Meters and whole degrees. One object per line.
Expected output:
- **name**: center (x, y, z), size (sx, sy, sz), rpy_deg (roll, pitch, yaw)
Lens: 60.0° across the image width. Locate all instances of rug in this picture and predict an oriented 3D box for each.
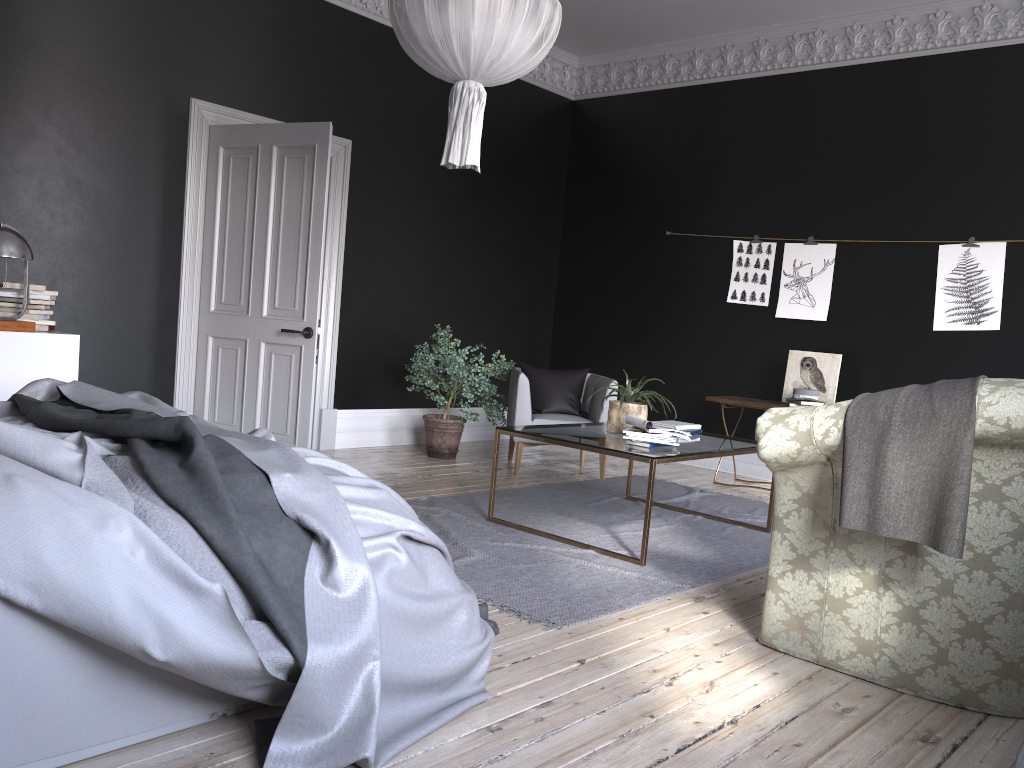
- **rug**: center (0.599, 0.839, 5.454), size (2.102, 0.050, 3.645), rpy_deg (8, 5, 42)

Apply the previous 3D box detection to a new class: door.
- **door**: center (-1.759, -0.599, 6.185), size (1.096, 2.378, 0.216), rpy_deg (8, 6, 29)

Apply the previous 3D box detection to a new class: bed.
- **bed**: center (-1.630, 0.200, 2.608), size (2.762, 1.300, 3.282), rpy_deg (7, 5, 30)

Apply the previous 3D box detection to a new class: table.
- **table**: center (0.765, 0.591, 5.366), size (1.091, 0.559, 1.449), rpy_deg (9, 5, 41)

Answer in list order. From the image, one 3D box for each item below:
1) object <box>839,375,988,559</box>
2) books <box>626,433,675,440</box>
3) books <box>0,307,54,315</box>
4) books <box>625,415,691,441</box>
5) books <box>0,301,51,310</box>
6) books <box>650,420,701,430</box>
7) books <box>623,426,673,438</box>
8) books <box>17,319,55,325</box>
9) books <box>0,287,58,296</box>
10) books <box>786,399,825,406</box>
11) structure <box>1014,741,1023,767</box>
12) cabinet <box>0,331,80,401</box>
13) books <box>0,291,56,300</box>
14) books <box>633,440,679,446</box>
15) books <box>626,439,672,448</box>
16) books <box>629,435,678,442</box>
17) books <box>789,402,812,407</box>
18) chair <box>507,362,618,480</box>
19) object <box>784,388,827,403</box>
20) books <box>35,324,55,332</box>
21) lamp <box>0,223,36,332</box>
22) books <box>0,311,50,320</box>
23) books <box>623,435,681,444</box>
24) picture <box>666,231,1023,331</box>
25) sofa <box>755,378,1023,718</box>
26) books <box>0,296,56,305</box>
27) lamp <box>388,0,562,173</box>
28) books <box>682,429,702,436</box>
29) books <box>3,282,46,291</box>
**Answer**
- **object**: center (1.798, 0.282, 3.000), size (1.367, 0.586, 0.516), rpy_deg (5, 4, 1)
- **books**: center (0.777, 0.277, 4.938), size (0.252, 0.011, 0.318), rpy_deg (6, 4, 13)
- **books**: center (-2.923, -0.439, 5.293), size (0.268, 0.029, 0.202), rpy_deg (6, 4, 11)
- **books**: center (0.819, 0.253, 4.996), size (0.273, 0.109, 0.321), rpy_deg (4, 4, -14)
- **books**: center (-2.929, -0.470, 5.291), size (0.289, 0.030, 0.192), rpy_deg (4, 4, -17)
- **books**: center (1.054, 0.267, 5.761), size (0.220, 0.024, 0.307), rpy_deg (8, 5, 41)
- **books**: center (0.772, 0.266, 4.931), size (0.252, 0.011, 0.318), rpy_deg (6, 4, 18)
- **books**: center (-2.894, -0.379, 5.309), size (0.228, 0.025, 0.318), rpy_deg (2, 5, -38)
- **books**: center (-2.925, -0.558, 5.304), size (0.307, 0.024, 0.220), rpy_deg (6, 4, 16)
- **books**: center (2.315, 0.142, 7.015), size (0.193, 0.030, 0.289), rpy_deg (5, 4, -7)
- **structure**: center (0.931, 0.769, 1.276), size (0.276, 0.850, 1.141), rpy_deg (9, 6, 41)
- **cabinet**: center (-3.561, 0.112, 4.494), size (0.569, 0.884, 2.396), rpy_deg (9, 6, 41)
- **books**: center (-2.910, -0.529, 5.295), size (0.306, 0.030, 0.220), rpy_deg (4, 4, -19)
- **books**: center (0.804, 0.309, 4.975), size (0.252, 0.011, 0.318), rpy_deg (6, 4, 8)
- **books**: center (0.763, 0.326, 4.923), size (0.162, 0.023, 0.231), rpy_deg (9, 5, 42)
- **books**: center (0.793, 0.288, 4.948), size (0.252, 0.011, 0.318), rpy_deg (6, 4, 13)
- **books**: center (2.318, 0.169, 7.047), size (0.202, 0.029, 0.268), rpy_deg (7, 4, 21)
- **chair**: center (0.366, 0.280, 7.295), size (0.819, 0.864, 0.769), rpy_deg (4, 5, -8)
- **object**: center (2.312, 0.086, 6.977), size (0.328, 0.088, 0.258), rpy_deg (6, 4, 7)
- **books**: center (-2.886, -0.347, 5.311), size (0.235, 0.038, 0.294), rpy_deg (3, 4, -21)
- **lamp**: center (-2.834, -0.594, 4.923), size (0.328, 0.591, 0.340), rpy_deg (7, 5, 21)
- **books**: center (-2.916, -0.409, 5.292), size (0.229, 0.031, 0.317), rpy_deg (4, 4, -19)
- **books**: center (0.783, 0.299, 4.935), size (0.252, 0.011, 0.318), rpy_deg (7, 4, 23)
- **picture**: center (3.094, -0.828, 7.011), size (4.450, 0.772, 0.058), rpy_deg (8, 6, 41)
- **sofa**: center (2.337, 0.563, 3.811), size (1.603, 1.162, 2.813), rpy_deg (9, 6, 42)
- **books**: center (-2.912, -0.499, 5.290), size (0.289, 0.030, 0.192), rpy_deg (6, 4, 16)
- **lamp**: center (-0.139, -2.001, 3.990), size (0.784, 2.052, 0.781), rpy_deg (5, 5, -5)
- **books**: center (1.098, 0.301, 5.717), size (0.192, 0.030, 0.289), rpy_deg (7, 4, 26)
- **books**: center (-2.897, -0.580, 5.270), size (0.220, 0.030, 0.306), rpy_deg (3, 4, -29)
